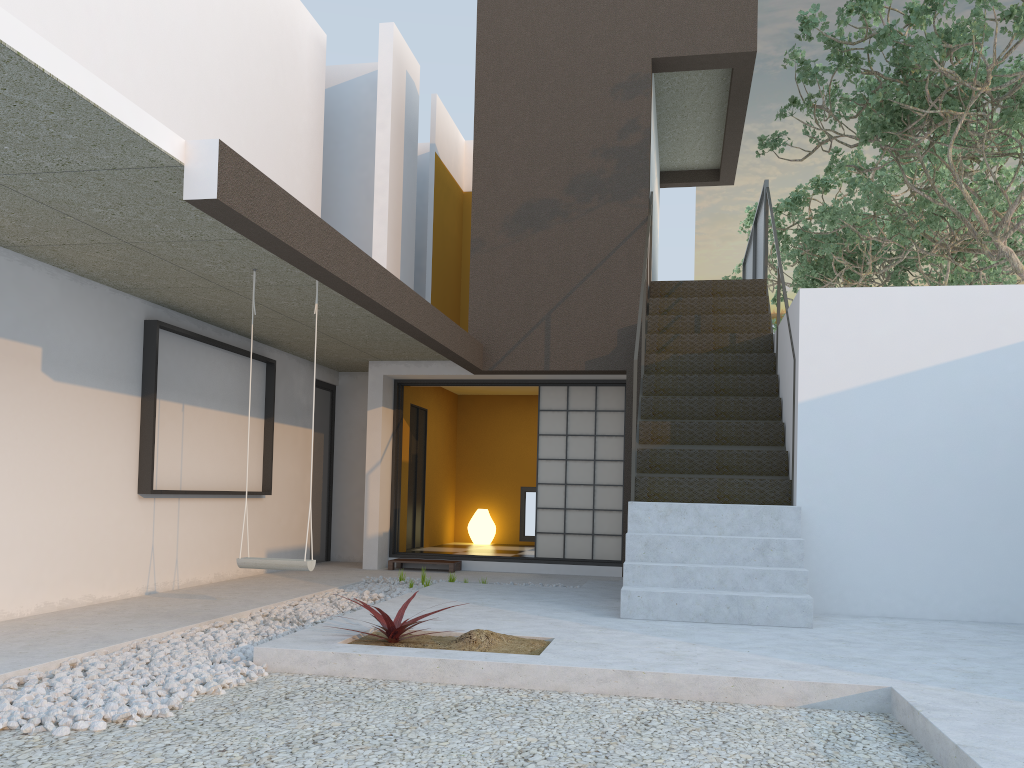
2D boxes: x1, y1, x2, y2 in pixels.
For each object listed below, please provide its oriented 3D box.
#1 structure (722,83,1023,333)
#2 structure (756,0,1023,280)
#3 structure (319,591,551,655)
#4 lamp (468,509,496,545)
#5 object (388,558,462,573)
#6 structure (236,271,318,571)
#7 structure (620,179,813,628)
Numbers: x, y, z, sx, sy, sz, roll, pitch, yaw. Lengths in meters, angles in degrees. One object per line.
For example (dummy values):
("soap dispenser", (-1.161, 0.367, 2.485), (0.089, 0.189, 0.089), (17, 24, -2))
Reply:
("structure", (6.462, -1.532, 14.098), (5.511, 4.685, 7.339), (2, -6, -9))
("structure", (4.653, -2.245, 7.736), (4.337, 3.687, 5.775), (2, -6, -9))
("structure", (-0.389, 1.260, 4.569), (1.203, 0.290, 0.751), (0, -7, 11))
("lamp", (-0.411, 1.954, 12.034), (0.387, 0.498, 0.397), (1, -4, 0))
("object", (-0.913, 1.908, 9.287), (0.703, 0.100, 0.352), (0, -7, 11))
("structure", (-1.423, 0.208, 5.440), (0.462, 1.861, 0.129), (1, -2, 11))
("structure", (1.910, -0.077, 8.706), (1.158, 3.929, 6.589), (1, -6, 11))
